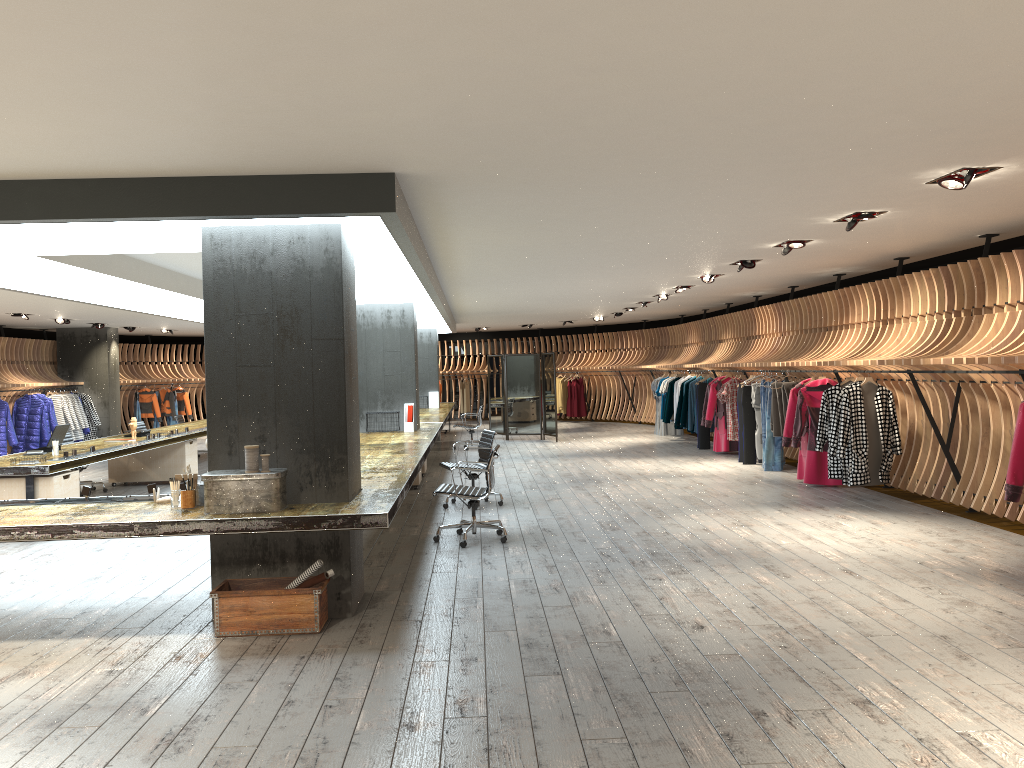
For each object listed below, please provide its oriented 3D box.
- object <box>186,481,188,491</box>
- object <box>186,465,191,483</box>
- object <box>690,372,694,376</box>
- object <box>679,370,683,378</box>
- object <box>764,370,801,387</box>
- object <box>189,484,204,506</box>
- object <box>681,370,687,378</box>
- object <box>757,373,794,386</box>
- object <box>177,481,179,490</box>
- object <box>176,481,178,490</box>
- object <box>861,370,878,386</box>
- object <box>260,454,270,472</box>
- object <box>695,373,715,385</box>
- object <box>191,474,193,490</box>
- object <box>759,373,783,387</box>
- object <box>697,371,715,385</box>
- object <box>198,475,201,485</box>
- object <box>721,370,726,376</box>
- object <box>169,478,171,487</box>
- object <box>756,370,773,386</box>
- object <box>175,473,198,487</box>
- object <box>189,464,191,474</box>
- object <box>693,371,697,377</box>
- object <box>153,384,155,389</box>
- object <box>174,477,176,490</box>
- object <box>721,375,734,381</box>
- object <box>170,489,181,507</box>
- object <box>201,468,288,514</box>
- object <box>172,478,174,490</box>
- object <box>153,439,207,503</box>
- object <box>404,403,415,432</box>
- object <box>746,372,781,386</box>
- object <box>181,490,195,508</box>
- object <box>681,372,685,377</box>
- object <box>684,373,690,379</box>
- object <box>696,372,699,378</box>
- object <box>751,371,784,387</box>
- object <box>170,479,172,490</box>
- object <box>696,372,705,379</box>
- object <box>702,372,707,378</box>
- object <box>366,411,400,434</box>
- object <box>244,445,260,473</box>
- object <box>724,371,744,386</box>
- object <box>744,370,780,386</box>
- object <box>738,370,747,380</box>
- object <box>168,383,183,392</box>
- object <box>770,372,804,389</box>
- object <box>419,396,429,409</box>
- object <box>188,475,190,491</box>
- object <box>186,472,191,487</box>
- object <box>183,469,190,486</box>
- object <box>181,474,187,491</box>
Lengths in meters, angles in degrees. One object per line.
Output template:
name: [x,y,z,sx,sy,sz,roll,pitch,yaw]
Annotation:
object: [-2.071,0.698,5.669,0.018,0.158,0.011,-2,0,15]
object: [-2.075,0.653,5.743,0.012,0.264,0.062,-2,0,40]
object: [3.594,-0.151,17.646,0.525,0.270,0.012,-2,0,-2]
object: [3.558,-0.156,18.463,0.525,0.270,0.012,-2,0,-2]
object: [3.802,-0.080,12.457,0.549,0.243,0.023,-2,0,-1]
object: [-2.048,0.723,5.760,0.108,0.128,0.108,-2,0,13]
object: [3.565,-0.153,18.253,0.525,0.270,0.012,-2,0,3]
object: [3.805,-0.077,12.781,0.548,0.256,0.023,-1,0,23]
object: [-2.150,0.690,5.702,0.030,0.170,0.007,-2,0,-9]
object: [-2.157,0.690,5.695,0.030,0.170,0.007,-2,0,18]
object: [3.925,-0.021,9.751,0.525,0.270,0.012,-2,0,-12]
object: [-1.516,0.486,5.450,0.062,0.109,0.062,-2,0,-32]
object: [3.647,-0.126,16.376,0.525,0.270,0.012,-1,0,23]
object: [-2.034,0.674,5.635,0.008,0.207,0.054,-2,0,-37]
object: [3.780,-0.084,12.901,0.549,0.243,0.023,-2,0,-31]
object: [3.645,-0.123,16.196,0.525,0.270,0.012,-2,0,3]
object: [-2.038,0.683,5.749,0.081,0.198,0.050,-2,0,23]
object: [3.676,-0.112,15.409,0.525,0.270,0.012,-2,0,-2]
object: [-2.190,0.691,5.706,0.007,0.170,0.030,-2,0,35]
object: [3.771,-0.092,13.166,0.549,0.243,0.023,-2,0,-41]
object: [-2.093,0.682,5.704,0.138,0.209,0.034,-2,0,-22]
object: [-2.071,0.650,5.744,0.008,0.267,0.060,-2,0,14]
object: [3.604,-0.141,17.313,0.525,0.270,0.012,-2,0,3]
object: [-9.268,0.122,22.994,0.023,0.243,0.549,-2,1,-6]
object: [-2.175,0.690,5.733,0.030,0.170,0.007,-2,0,37]
object: [3.709,-0.109,15.164,0.525,0.270,0.012,-2,0,8]
object: [-2.166,0.735,5.713,0.061,0.111,0.061,-2,0,-14]
object: [-1.654,0.662,5.510,0.498,0.239,0.303,-2,1,-2]
object: [-2.176,0.690,5.692,0.007,0.170,0.030,-2,0,-19]
object: [-2.177,0.580,5.951,0.431,0.429,0.195,-2,0,-7]
object: [-1.426,0.467,12.301,0.129,0.383,0.239,-2,0,-2]
object: [3.767,-0.089,13.274,0.549,0.250,0.023,-2,0,-1]
object: [-2.061,0.729,5.639,0.084,0.111,0.083,-2,0,-15]
object: [3.574,-0.155,18.381,0.525,0.270,0.012,-2,0,-2]
object: [3.583,-0.155,17.880,0.525,0.270,0.012,-2,0,3]
object: [3.609,-0.139,17.109,0.525,0.270,0.012,-2,0,-2]
object: [3.782,-0.088,13.008,0.549,0.243,0.023,-2,0,4]
object: [-2.184,0.691,5.697,0.007,0.170,0.030,-2,0,8]
object: [3.632,-0.137,16.999,0.525,0.270,0.012,-2,0,-2]
object: [3.628,-0.133,16.674,0.525,0.270,0.012,-2,0,8]
object: [-1.778,0.530,12.230,0.459,0.289,0.329,-2,1,-5]
object: [-1.606,0.481,5.550,0.088,0.204,0.262,-2,1,-4]
object: [3.714,-0.099,14.516,0.525,0.270,0.012,-2,0,-2]
object: [3.763,-0.095,13.370,0.549,0.243,0.023,-1,0,34]
object: [3.717,-0.088,14.302,0.524,0.286,0.015,-2,0,-17]
object: [-9.029,0.106,23.537,0.549,0.243,0.023,-2,0,-26]
object: [3.839,-0.068,12.267,0.547,0.262,0.023,-2,0,-1]
object: [-2.085,0.414,19.627,0.459,0.289,0.329,-2,1,0]
object: [-2.048,0.675,5.622,0.008,0.207,0.054,-2,0,-15]
object: [-2.078,0.675,5.753,0.009,0.222,0.082,-2,0,27]
object: [-2.090,0.666,5.758,0.084,0.240,0.009,-2,0,-25]
object: [-2.066,0.675,5.625,0.054,0.207,0.008,-2,0,-19]
